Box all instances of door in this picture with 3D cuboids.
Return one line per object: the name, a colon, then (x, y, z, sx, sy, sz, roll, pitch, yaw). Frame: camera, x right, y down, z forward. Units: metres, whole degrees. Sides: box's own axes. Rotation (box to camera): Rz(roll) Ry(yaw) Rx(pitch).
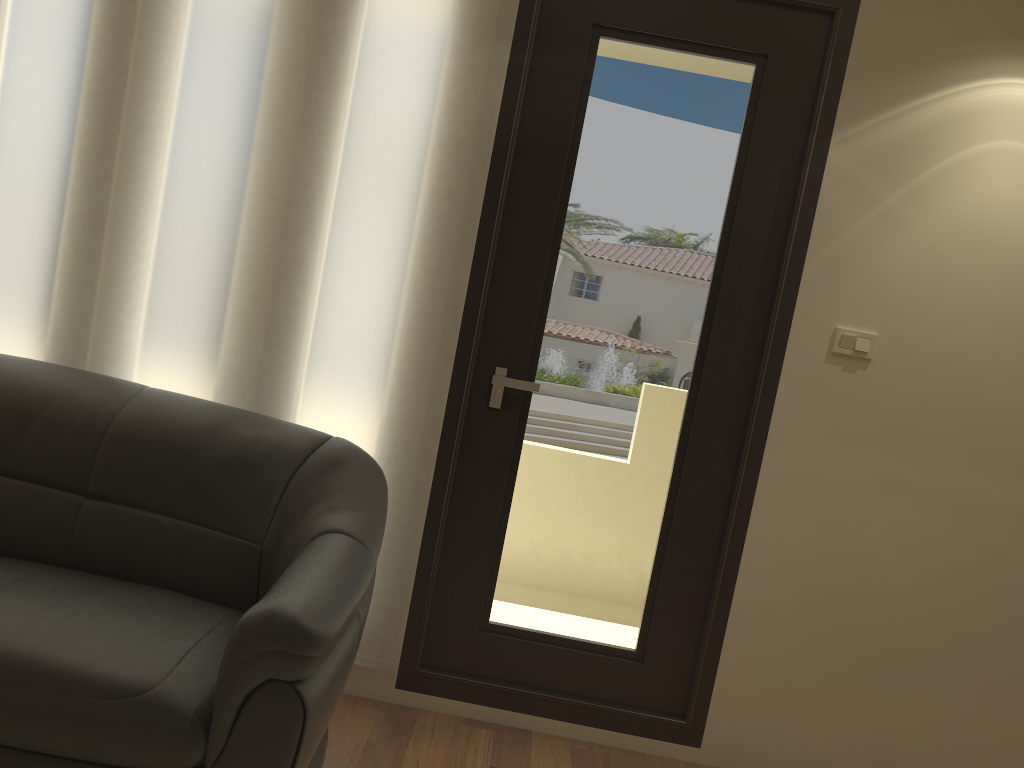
door: (0.338, -0.101, 2.818, 1.011, 2.420, 0.118, 11, 5, 1)

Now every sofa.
sofa: (-1.527, 0.406, 2.281, 2.337, 0.918, 0.944, 11, 5, 1)

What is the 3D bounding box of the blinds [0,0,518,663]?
blinds: (-1.533, -0.562, 2.788, 2.830, 2.453, 0.002, 11, 5, 1)
